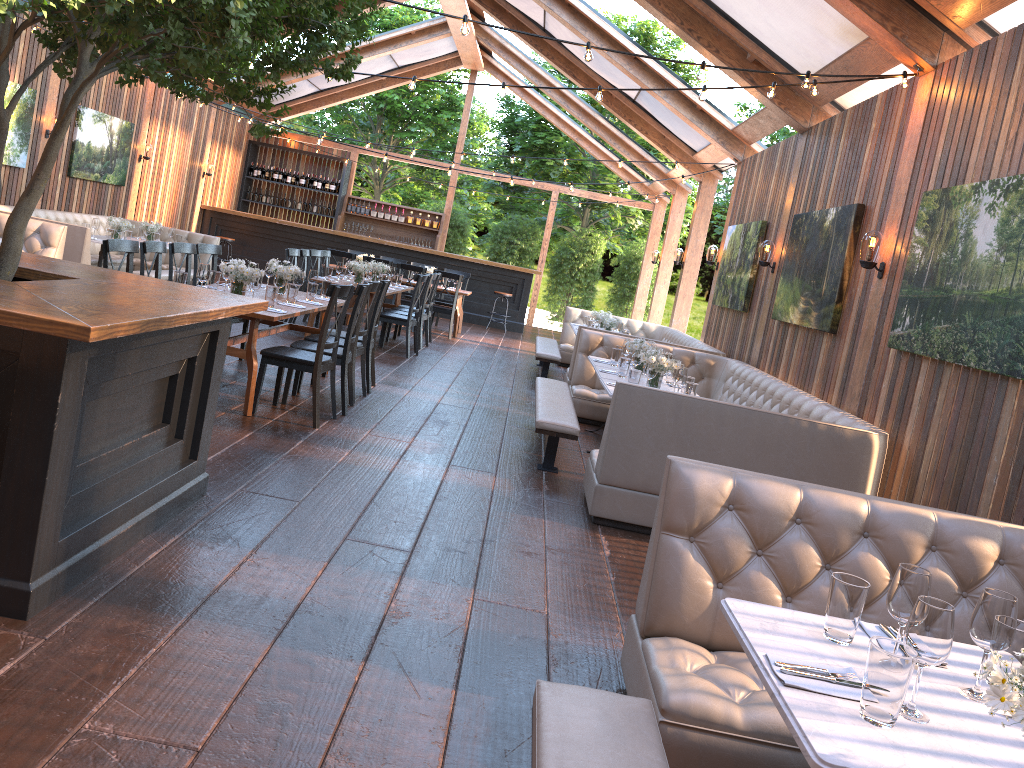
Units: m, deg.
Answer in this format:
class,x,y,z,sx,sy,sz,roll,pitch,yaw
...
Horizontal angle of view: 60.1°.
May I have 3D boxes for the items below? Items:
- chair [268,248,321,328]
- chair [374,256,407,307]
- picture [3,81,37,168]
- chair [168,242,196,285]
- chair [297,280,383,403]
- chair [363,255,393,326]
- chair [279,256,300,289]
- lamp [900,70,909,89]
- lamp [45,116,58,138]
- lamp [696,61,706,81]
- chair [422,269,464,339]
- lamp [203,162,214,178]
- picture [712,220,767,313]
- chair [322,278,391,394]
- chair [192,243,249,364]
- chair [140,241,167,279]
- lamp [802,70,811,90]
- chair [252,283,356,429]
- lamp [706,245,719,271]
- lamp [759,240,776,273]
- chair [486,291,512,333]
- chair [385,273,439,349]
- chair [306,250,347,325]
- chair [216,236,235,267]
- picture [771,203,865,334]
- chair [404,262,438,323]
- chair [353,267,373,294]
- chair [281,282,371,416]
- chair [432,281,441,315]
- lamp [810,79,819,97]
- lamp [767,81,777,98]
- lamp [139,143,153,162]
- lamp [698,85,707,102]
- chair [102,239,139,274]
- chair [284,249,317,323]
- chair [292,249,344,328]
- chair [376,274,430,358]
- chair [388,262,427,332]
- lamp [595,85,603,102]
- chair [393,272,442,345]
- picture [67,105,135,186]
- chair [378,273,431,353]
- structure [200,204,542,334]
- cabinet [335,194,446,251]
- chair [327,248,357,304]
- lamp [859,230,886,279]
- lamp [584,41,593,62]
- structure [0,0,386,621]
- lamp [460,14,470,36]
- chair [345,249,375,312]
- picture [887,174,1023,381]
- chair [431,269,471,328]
class,x,y,z,sx,sy,sz,roll,pitch,yaw
chair,-2.619,-1.138,10.971,0.539,1.015,0.480,11,5,0
chair,-2.159,-1.665,15.259,0.477,1.015,0.542,11,5,0
picture,-6.131,-3.112,10.379,0.065,0.992,1.661,11,7,0
chair,-2.712,-0.666,7.564,0.539,1.015,0.480,11,5,0
chair,-1.459,-0.415,7.548,0.540,1.015,0.480,12,5,3
chair,-2.194,-1.490,14.002,0.477,1.015,0.543,11,5,-5
chair,-4.261,-2.200,17.096,0.466,0.731,0.472,10,6,-16
lamp,2.644,-2.041,5.942,0.057,0.118,0.061,15,6,35
lamp,-6.027,-3.382,11.666,0.178,0.318,0.147,11,5,0
lamp,1.182,-1.951,5.513,0.057,0.118,0.062,16,7,42
chair,-1.095,-1.271,13.988,0.477,1.015,0.543,11,5,-5
lamp,-5.878,-4.144,17.161,0.178,0.318,0.147,11,5,0
picture,2.608,-1.366,10.260,0.065,0.992,1.661,11,7,0
chair,-1.444,-0.493,8.106,0.539,1.015,0.480,11,5,-5
chair,-2.697,-0.743,8.123,0.540,1.015,0.479,12,5,5
chair,-2.727,-0.588,7.006,0.539,1.015,0.480,11,5,-5
lamp,1.911,-1.968,5.736,0.065,0.117,0.057,7,7,-41
chair,-1.501,-0.263,6.431,0.540,1.015,0.479,12,5,5
lamp,2.622,-1.655,11.553,0.178,0.318,0.147,11,5,0
lamp,2.548,-1.277,8.828,0.178,0.318,0.147,11,5,0
chair,-0.236,-1.396,17.044,0.467,0.731,0.472,10,6,-12
chair,-1.346,-1.045,12.072,0.540,1.015,0.479,12,5,6
chair,-2.574,-1.370,12.647,0.539,1.015,0.480,11,5,0
chair,-5.602,-2.467,17.114,0.468,0.731,0.470,12,5,7
picture,2.539,-0.979,7.477,0.065,0.992,1.661,11,7,0
chair,-1.609,-1.555,15.252,0.477,1.015,0.543,11,5,-5
chair,-2.919,-1.932,17.079,0.466,0.731,0.472,9,6,-24
chair,-1.450,-0.333,6.989,0.539,1.015,0.480,11,5,-5
chair,-1.578,-1.664,17.061,0.470,0.731,0.468,14,6,24
lamp,2.116,-2.062,6.165,0.056,0.119,0.057,8,6,-34
lamp,1.837,-2.077,6.246,0.056,0.120,0.056,12,5,3
lamp,-5.953,-3.763,14.409,0.178,0.318,0.147,11,5,0
lamp,1.379,-2.098,6.380,0.057,0.120,0.056,14,5,25
chair,-2.742,-0.511,6.447,0.539,1.015,0.480,11,5,0
chair,-2.604,-1.215,11.530,0.539,1.015,0.480,11,5,-5
chair,-2.589,-1.293,12.088,0.540,1.015,0.479,12,5,5
chair,-1.374,-0.890,10.961,0.540,1.015,0.479,12,5,8
chair,-1.644,-1.381,13.995,0.477,1.015,0.542,11,5,0
lamp,0.657,-2.166,6.600,0.056,0.120,0.056,12,5,13
chair,-1.337,-1.123,12.631,0.539,1.015,0.480,11,5,0
picture,-6.063,-3.492,13.114,0.065,0.992,1.661,11,7,0
chair,-1.387,-0.974,11.527,0.539,1.015,0.480,11,5,-3
structure,-2.856,-2.293,17.758,6.801,1.269,0.862,11,5,1
cabinet,-2.787,-2.962,19.594,2.274,2.083,0.496,11,5,1
chair,-2.743,-1.600,14.009,0.477,1.015,0.542,11,5,0
lamp,2.472,-0.894,6.066,0.178,0.318,0.147,11,5,0
lamp,0.462,-1.978,5.271,0.056,0.120,0.057,8,6,-33
structure,-1.953,-1.298,3.501,2.720,3.677,2.862,12,6,9
lamp,-0.262,-2.045,5.042,0.056,0.119,0.057,10,5,-12
chair,-2.709,-1.774,15.266,0.477,1.015,0.543,11,5,-5
picture,2.471,-0.599,4.742,0.065,0.992,1.661,11,7,0
chair,-1.061,-1.445,15.245,0.478,1.015,0.542,12,5,5
